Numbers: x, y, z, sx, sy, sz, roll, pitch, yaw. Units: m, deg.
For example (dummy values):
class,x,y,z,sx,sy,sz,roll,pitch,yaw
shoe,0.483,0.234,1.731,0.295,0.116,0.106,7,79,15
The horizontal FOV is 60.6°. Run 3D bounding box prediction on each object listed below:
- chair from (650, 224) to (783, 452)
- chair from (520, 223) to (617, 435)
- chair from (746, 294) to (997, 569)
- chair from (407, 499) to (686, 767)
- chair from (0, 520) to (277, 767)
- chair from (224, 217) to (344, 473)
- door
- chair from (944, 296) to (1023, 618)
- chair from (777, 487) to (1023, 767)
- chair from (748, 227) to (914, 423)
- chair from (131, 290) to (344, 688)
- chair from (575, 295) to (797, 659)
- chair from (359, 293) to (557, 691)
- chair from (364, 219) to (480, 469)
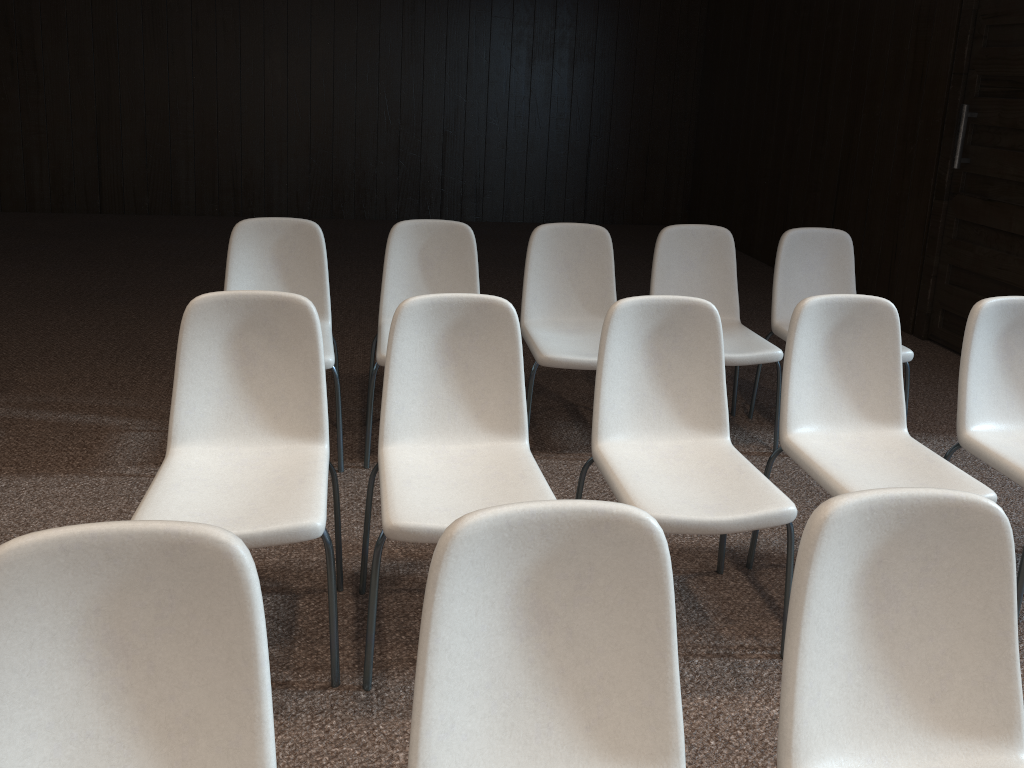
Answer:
class,x,y,z,sx,sy,sz,roll,pitch,yaw
chair,0.852,-0.203,3.793,0.531,0.870,0.578,0,15,-11
chair,0.279,-0.184,3.656,0.531,0.870,0.578,0,15,-10
chair,1.077,0.233,2.613,0.531,0.870,0.578,0,15,-11
chair,0.088,0.697,1.177,0.531,0.870,0.578,0,15,-11
chair,-0.513,0.710,1.053,0.531,0.870,0.578,0,15,-11
chair,-0.923,-0.163,3.418,0.531,0.870,0.578,0,15,-12
door,2.821,-1.199,4.719,0.269,2.326,1.451,1,14,-11
chair,1.681,0.230,2.713,0.531,0.870,0.578,0,15,-11
chair,0.665,0.690,1.282,0.531,0.870,0.578,1,15,-9
chair,1.426,-0.204,3.880,0.531,0.870,0.578,0,15,-12
chair,-0.704,0.256,2.286,0.531,0.870,0.578,1,15,-9
chair,0.480,0.251,2.475,0.531,0.870,0.578,0,15,-11
chair,-0.133,0.256,2.372,0.531,0.870,0.578,0,15,-11
chair,-0.321,-0.181,3.557,0.531,0.870,0.578,1,15,-9
